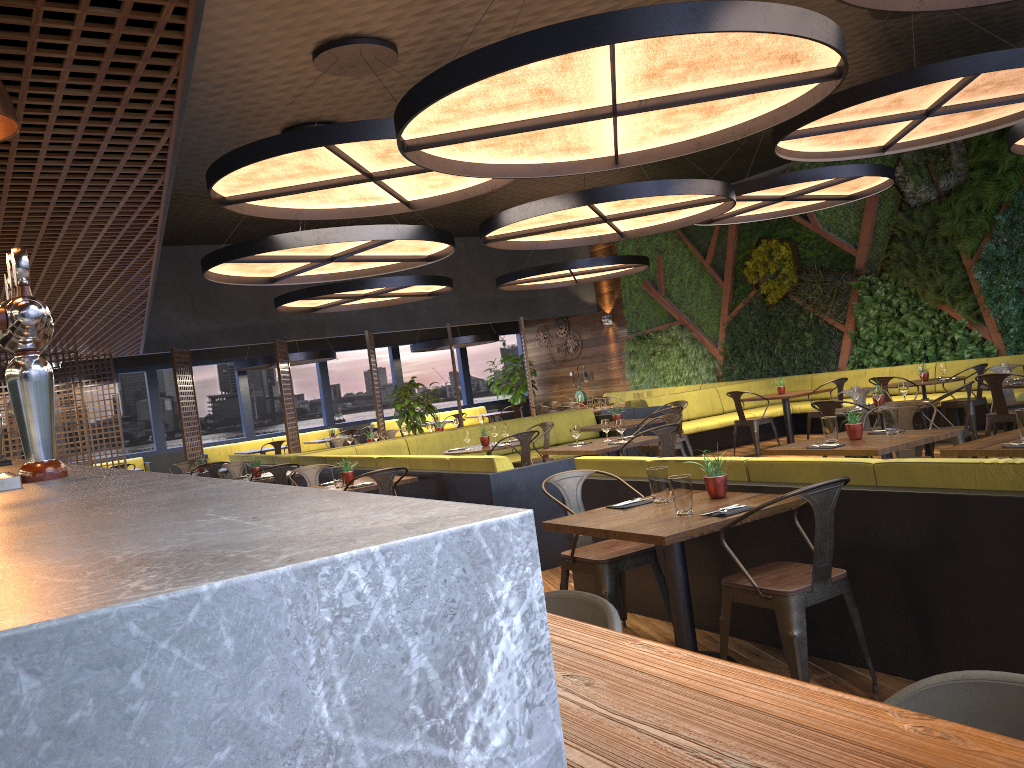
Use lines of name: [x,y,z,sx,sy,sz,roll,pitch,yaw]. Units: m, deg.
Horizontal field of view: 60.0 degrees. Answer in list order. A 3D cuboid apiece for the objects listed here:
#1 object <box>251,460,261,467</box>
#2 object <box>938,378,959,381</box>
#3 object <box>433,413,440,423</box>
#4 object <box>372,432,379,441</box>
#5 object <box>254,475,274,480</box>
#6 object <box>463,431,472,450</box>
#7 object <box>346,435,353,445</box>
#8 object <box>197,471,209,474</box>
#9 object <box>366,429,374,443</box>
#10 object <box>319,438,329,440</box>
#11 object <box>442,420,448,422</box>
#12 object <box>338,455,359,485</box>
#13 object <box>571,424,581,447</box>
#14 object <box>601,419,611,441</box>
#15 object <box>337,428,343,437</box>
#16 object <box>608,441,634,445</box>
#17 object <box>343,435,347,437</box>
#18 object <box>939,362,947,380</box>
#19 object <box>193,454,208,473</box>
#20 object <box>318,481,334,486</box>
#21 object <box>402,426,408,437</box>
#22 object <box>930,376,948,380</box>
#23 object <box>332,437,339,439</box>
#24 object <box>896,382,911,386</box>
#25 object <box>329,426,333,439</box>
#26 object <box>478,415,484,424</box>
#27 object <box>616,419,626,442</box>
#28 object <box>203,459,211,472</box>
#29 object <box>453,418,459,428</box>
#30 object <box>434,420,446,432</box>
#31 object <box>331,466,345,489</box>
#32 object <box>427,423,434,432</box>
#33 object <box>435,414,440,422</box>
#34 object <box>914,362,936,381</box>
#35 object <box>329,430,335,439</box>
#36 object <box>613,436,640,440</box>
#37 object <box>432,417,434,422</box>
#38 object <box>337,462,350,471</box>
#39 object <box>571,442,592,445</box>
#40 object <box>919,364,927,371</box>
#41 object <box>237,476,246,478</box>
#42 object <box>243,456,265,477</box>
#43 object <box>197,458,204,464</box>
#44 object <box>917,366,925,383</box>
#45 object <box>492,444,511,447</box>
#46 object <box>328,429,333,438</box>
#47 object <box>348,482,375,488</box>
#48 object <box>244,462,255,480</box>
object: [-2.891,0.953,10.038,0.102,0.178,0.102,-7,0,43]
object: [5.351,-0.062,10.914,0.157,0.019,0.255,-8,0,-32]
object: [-1.651,0.693,19.128,0.238,0.271,0.260,-8,0,-11]
object: [-2.005,0.809,13.061,0.097,0.206,0.097,-7,0,14]
object: [-2.697,1.010,9.588,0.255,0.019,0.157,-8,0,-33]
object: [-0.493,0.625,9.841,0.097,0.206,0.097,-8,0,9]
object: [-2.413,0.862,13.203,0.097,0.206,0.097,-7,0,14]
object: [-4.128,1.188,11.879,0.255,0.019,0.157,-8,0,-33]
object: [-2.128,0.788,13.241,0.238,0.271,0.260,-8,0,-11]
object: [-3.800,1.111,18.148,0.255,0.019,0.157,-8,0,-33]
object: [-1.447,0.795,18.857,0.255,0.019,0.157,-8,0,-33]
object: [-1.418,0.724,7.588,0.238,0.271,0.260,-8,0,-11]
object: [0.606,0.487,8.370,0.097,0.206,0.097,-8,0,-40]
object: [0.909,0.445,8.554,0.097,0.206,0.097,-8,0,-32]
object: [-3.461,0.987,17.888,0.102,0.178,0.102,-7,0,43]
object: [0.974,0.534,8.062,0.157,0.019,0.255,-8,0,-32]
object: [-3.345,1.052,18.016,0.157,0.019,0.255,-8,0,-33]
object: [5.389,-0.163,11.081,0.097,0.206,0.097,-7,0,22]
object: [-4.262,1.077,12.165,0.260,0.271,0.238,-8,0,-31]
object: [-1.580,0.871,7.860,0.255,0.019,0.157,-8,0,-33]
object: [-1.650,0.758,13.687,0.097,0.206,0.097,-7,0,14]
object: [5.457,-0.079,11.334,0.255,0.019,0.157,-8,0,-30]
object: [-3.444,1.067,17.591,0.255,0.019,0.157,-8,0,-33]
object: [4.915,-0.005,11.025,0.255,0.019,0.157,-8,0,-34]
object: [-3.630,0.963,17.876,0.238,0.271,0.260,-8,0,-11]
object: [-0.481,0.601,14.029,0.097,0.206,0.097,-7,0,14]
object: [1.013,0.433,8.228,0.097,0.206,0.097,-8,0,-40]
object: [-4.144,1.109,12.063,0.102,0.178,0.102,-8,0,-27]
object: [-0.888,0.654,14.171,0.097,0.206,0.097,-7,0,14]
object: [-1.143,0.654,13.866,0.238,0.271,0.260,-8,0,-11]
object: [-1.439,0.775,7.366,0.102,0.178,0.102,-8,0,3]
object: [-1.243,0.705,13.545,0.097,0.206,0.097,-7,0,14]
object: [-1.585,0.732,18.964,0.102,0.178,0.102,-7,0,43]
object: [5.185,-0.172,11.196,0.260,0.271,0.238,-8,0,7]
object: [-3.581,1.004,17.697,0.102,0.178,0.102,-7,0,43]
object: [1.087,0.517,8.503,0.255,0.019,0.157,-8,0,-32]
object: [-1.688,0.744,19.307,0.102,0.178,0.102,-7,0,43]
object: [-1.463,0.776,7.752,0.102,0.178,0.102,-7,0,43]
object: [0.669,0.572,8.537,0.157,0.019,0.255,-8,0,-32]
object: [5.281,-0.150,11.390,0.097,0.206,0.097,-8,0,-12]
object: [-3.007,1.049,10.145,0.255,0.019,0.157,-8,0,-33]
object: [-2.848,0.902,9.900,0.260,0.271,0.238,-8,0,-31]
object: [-4.322,1.131,12.329,0.102,0.178,0.102,-8,0,-17]
object: [5.069,-0.120,10.979,0.097,0.206,0.097,-8,0,-42]
object: [-0.126,0.672,9.687,0.157,0.019,0.255,-8,0,-25]
object: [-3.684,1.016,18.041,0.102,0.178,0.102,-7,0,43]
object: [-1.270,0.833,7.302,0.255,0.019,0.157,-8,0,-33]
object: [-2.856,0.951,9.663,0.102,0.178,0.102,-7,0,43]
